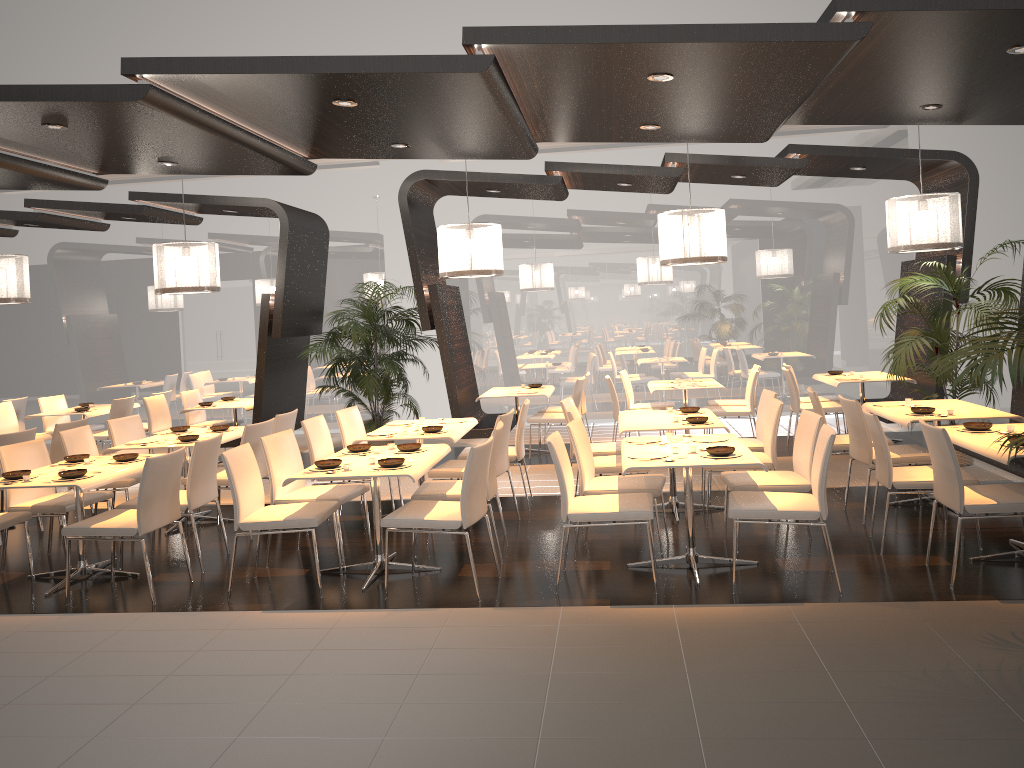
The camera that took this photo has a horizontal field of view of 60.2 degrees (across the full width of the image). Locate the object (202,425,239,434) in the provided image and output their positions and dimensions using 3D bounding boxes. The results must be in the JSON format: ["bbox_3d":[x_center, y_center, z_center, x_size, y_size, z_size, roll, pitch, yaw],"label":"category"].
[{"bbox_3d":[-2.562,0.387,7.703,0.303,0.044,0.366,-3,5,6],"label":"object"}]

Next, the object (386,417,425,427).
[{"bbox_3d":[-0.900,0.322,7.478,0.335,0.038,0.378,-3,5,1],"label":"object"}]

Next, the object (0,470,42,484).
[{"bbox_3d":[-3.134,0.586,5.613,0.303,0.044,0.366,-3,5,6],"label":"object"}]

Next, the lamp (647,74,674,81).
[{"bbox_3d":[0.915,-1.905,5.454,0.161,0.050,0.162,-2,4,12],"label":"lamp"}]

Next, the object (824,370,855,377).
[{"bbox_3d":[3.689,-0.123,9.978,0.303,0.044,0.366,-3,5,6],"label":"object"}]

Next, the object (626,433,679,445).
[{"bbox_3d":[0.923,0.361,5.810,0.335,0.038,0.378,-3,5,1],"label":"object"}]

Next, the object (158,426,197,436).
[{"bbox_3d":[-2.886,0.402,7.735,0.303,0.044,0.366,-3,5,6],"label":"object"}]

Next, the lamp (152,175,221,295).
[{"bbox_3d":[-3.328,-1.884,8.948,0.627,1.930,0.626,-3,1,-21],"label":"lamp"}]

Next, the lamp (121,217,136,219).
[{"bbox_3d":[-4.596,-2.003,10.602,0.161,0.056,0.162,-3,4,1],"label":"lamp"}]

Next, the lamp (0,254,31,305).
[{"bbox_3d":[-5.408,-1.795,9.186,0.627,1.930,0.627,-3,1,-7],"label":"lamp"}]

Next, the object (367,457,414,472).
[{"bbox_3d":[-0.757,0.480,5.382,0.303,0.044,0.366,-3,5,6],"label":"object"}]

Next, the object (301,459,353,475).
[{"bbox_3d":[-1.100,0.496,5.400,0.303,0.044,0.366,-3,5,6],"label":"object"}]

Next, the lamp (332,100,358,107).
[{"bbox_3d":[-1.074,-1.820,5.682,0.161,0.050,0.162,-2,4,12],"label":"lamp"}]

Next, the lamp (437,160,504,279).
[{"bbox_3d":[-0.443,-2.009,8.618,0.625,1.930,0.628,-3,1,35],"label":"lamp"}]

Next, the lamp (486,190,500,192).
[{"bbox_3d":[-0.215,-2.219,10.100,0.160,0.054,0.161,-2,4,12],"label":"lamp"}]

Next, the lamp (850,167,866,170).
[{"bbox_3d":[3.775,-2.364,9.644,0.161,0.056,0.162,-3,4,1],"label":"lamp"}]

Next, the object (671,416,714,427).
[{"bbox_3d":[1.350,0.271,6.601,0.303,0.044,0.366,-3,5,6],"label":"object"}]

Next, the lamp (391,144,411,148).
[{"bbox_3d":[-0.903,-1.949,7.182,0.160,0.050,0.161,-3,4,1],"label":"lamp"}]

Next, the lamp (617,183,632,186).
[{"bbox_3d":[1.264,-2.256,9.931,0.161,0.056,0.162,-3,4,1],"label":"lamp"}]

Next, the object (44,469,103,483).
[{"bbox_3d":[-2.788,0.569,5.590,0.303,0.044,0.366,-3,5,6],"label":"object"}]

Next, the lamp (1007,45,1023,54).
[{"bbox_3d":[3.010,-1.987,5.215,0.161,0.050,0.162,-2,4,12],"label":"lamp"}]

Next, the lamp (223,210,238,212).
[{"bbox_3d":[-3.331,-2.058,10.457,0.161,0.056,0.162,-3,4,1],"label":"lamp"}]

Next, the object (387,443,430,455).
[{"bbox_3d":[-0.717,0.430,5.975,0.303,0.044,0.366,-3,5,6],"label":"object"}]

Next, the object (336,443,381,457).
[{"bbox_3d":[-1.018,0.443,6.015,0.303,0.044,0.366,-3,5,6],"label":"object"}]

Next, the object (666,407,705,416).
[{"bbox_3d":[1.424,0.216,7.246,0.303,0.044,0.366,-3,5,6],"label":"object"}]

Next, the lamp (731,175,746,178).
[{"bbox_3d":[2.510,-2.310,9.789,0.161,0.056,0.162,-3,4,1],"label":"lamp"}]

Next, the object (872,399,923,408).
[{"bbox_3d":[3.060,0.152,7.014,0.335,0.038,0.378,-3,5,1],"label":"object"}]

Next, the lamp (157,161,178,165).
[{"bbox_3d":[-2.886,-1.864,7.409,0.160,0.050,0.161,-3,4,1],"label":"lamp"}]

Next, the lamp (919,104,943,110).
[{"bbox_3d":[3.181,-2.117,6.715,0.161,0.050,0.162,-2,4,12],"label":"lamp"}]

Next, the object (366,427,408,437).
[{"bbox_3d":[-0.969,0.374,6.868,0.335,0.038,0.378,-3,5,1],"label":"object"}]

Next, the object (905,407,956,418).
[{"bbox_3d":[3.022,0.199,6.412,0.303,0.044,0.366,-3,5,6],"label":"object"}]

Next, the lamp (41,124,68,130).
[{"bbox_3d":[-3.057,-1.734,5.908,0.160,0.050,0.161,-2,4,12],"label":"lamp"}]

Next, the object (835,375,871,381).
[{"bbox_3d":[3.614,-0.067,9.365,0.335,0.038,0.378,-3,5,1],"label":"object"}]

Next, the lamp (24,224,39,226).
[{"bbox_3d":[-5.842,-1.949,10.744,0.161,0.056,0.162,-3,4,1],"label":"lamp"}]

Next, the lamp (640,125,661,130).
[{"bbox_3d":[1.086,-2.035,6.954,0.161,0.050,0.162,-2,4,12],"label":"lamp"}]

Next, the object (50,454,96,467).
[{"bbox_3d":[-3.051,0.532,6.228,0.303,0.044,0.366,-3,5,6],"label":"object"}]

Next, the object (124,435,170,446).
[{"bbox_3d":[-2.947,0.457,7.132,0.335,0.038,0.378,-3,5,1],"label":"object"}]

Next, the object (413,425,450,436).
[{"bbox_3d":[-0.643,0.354,6.874,0.303,0.044,0.366,-3,5,6],"label":"object"}]

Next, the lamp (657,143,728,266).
[{"bbox_3d":[1.671,-2.100,8.376,0.625,1.930,0.628,-3,1,35],"label":"lamp"}]

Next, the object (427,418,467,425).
[{"bbox_3d":[-0.554,0.303,7.490,0.335,0.038,0.378,-3,5,-4],"label":"object"}]

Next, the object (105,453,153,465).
[{"bbox_3d":[-2.721,0.517,6.199,0.303,0.044,0.366,-3,5,6],"label":"object"}]

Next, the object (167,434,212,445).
[{"bbox_3d":[-2.617,0.438,7.114,0.303,0.044,0.366,-3,5,6],"label":"object"}]

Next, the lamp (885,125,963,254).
[{"bbox_3d":[3.752,-2.190,8.138,0.625,1.930,0.628,-3,1,39],"label":"lamp"}]
